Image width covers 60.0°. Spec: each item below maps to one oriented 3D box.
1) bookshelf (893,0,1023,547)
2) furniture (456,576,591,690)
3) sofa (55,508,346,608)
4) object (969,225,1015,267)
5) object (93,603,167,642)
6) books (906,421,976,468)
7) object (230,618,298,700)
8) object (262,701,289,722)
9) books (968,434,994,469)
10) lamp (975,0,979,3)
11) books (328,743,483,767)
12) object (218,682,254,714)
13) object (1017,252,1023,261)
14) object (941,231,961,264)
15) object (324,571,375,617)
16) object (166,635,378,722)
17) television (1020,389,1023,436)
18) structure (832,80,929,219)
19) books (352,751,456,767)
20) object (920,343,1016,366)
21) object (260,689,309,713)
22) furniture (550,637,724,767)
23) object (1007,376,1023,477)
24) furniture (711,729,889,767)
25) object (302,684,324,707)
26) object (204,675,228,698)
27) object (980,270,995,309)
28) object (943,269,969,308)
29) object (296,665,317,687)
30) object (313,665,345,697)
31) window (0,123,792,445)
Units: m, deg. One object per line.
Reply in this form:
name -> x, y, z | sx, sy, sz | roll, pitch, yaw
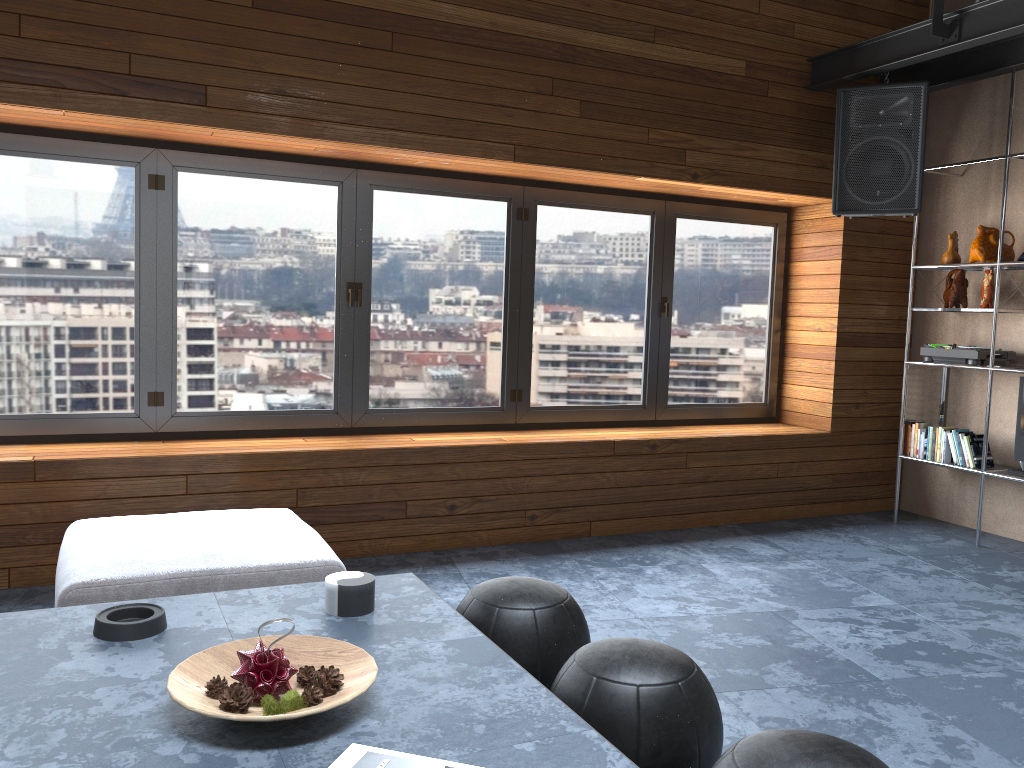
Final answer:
bookshelf -> 4.907, -1.777, 0.444 | 0.421, 6.218, 10.740 | 0, 5, -25
furniture -> 0.017, 0.778, 2.475 | 0.402, 0.462, 0.401 | 3, 5, 15
sofa -> -1.260, 0.678, 1.766 | 2.204, 0.693, 4.035 | 0, 5, -25
object -> 2.710, -0.776, 4.987 | 0.278, 0.222, 0.138 | 1, 5, -15
object -> -0.898, 0.559, 2.089 | 0.160, 0.040, 0.160 | 6, 6, 42
books -> 2.560, 0.352, 5.214 | 0.139, 0.208, 0.461 | 0, 5, -26
object -> -0.482, 0.531, 1.730 | 0.105, 0.172, 0.118 | 4, 5, 27
object -> -0.427, 0.591, 1.604 | 0.048, 0.039, 0.039 | -1, 5, -29
books -> 2.663, 0.381, 5.033 | 0.138, 0.185, 0.081 | 0, 5, -25
lamp -> 2.447, -2.304, 4.324 | 0.475, 1.002, 0.475 | 2, 5, -2
books -> -0.162, 0.637, 1.353 | 0.299, 0.021, 0.239 | 3, 5, 16
object -> -0.511, 0.584, 1.640 | 0.064, 0.062, 0.061 | 2, 5, 6
object -> 2.859, -1.086, 4.716 | 0.244, 0.879, 0.244 | 2, 4, 3
object -> 2.600, -0.798, 5.211 | 0.233, 0.209, 0.107 | -2, 6, -38
object -> -0.417, 0.539, 2.280 | 0.126, 0.081, 0.126 | 5, 6, 37
object -> -0.463, 0.591, 1.735 | 0.395, 0.061, 0.395 | -1, 5, -33
television -> 2.902, -0.005, 4.086 | 0.115, 0.638, 1.075 | 0, 5, -25
structure -> 2.071, -1.292, 4.983 | 0.461, 0.735, 0.488 | 4, 5, 25
books -> -0.141, 0.622, 1.312 | 0.265, 0.017, 0.210 | 3, 5, 16
object -> 2.642, -0.174, 5.168 | 0.320, 0.114, 0.405 | 0, 5, -25
object -> -0.429, 0.600, 1.669 | 0.081, 0.034, 0.073 | -1, 6, -37
furniture -> 0.272, 0.824, 2.016 | 0.402, 0.462, 0.401 | 2, 5, -5
object -> 2.787, 0.228, 4.795 | 0.112, 0.533, 0.112 | 0, 5, -25
furniture -> 0.519, 0.868, 1.572 | 0.401, 0.462, 0.402 | 1, 5, -10
object -> -0.378, 0.591, 1.680 | 0.042, 0.042, 0.043 | 0, 5, -22
object -> -0.566, 0.579, 1.697 | 0.042, 0.042, 0.044 | 0, 5, -26
object -> 2.700, -0.536, 5.037 | 0.060, 0.223, 0.267 | 4, 5, 20
object -> 2.610, -0.557, 5.216 | 0.116, 0.229, 0.233 | 3, 5, 15
object -> -0.415, 0.591, 1.792 | 0.043, 0.042, 0.042 | -1, 5, -31
object -> -0.357, 0.582, 1.733 | 0.061, 0.061, 0.063 | 0, 5, -26
window -> -0.826, -0.440, 4.628 | 5.936, 1.521, 0.101 | 0, 5, -25
